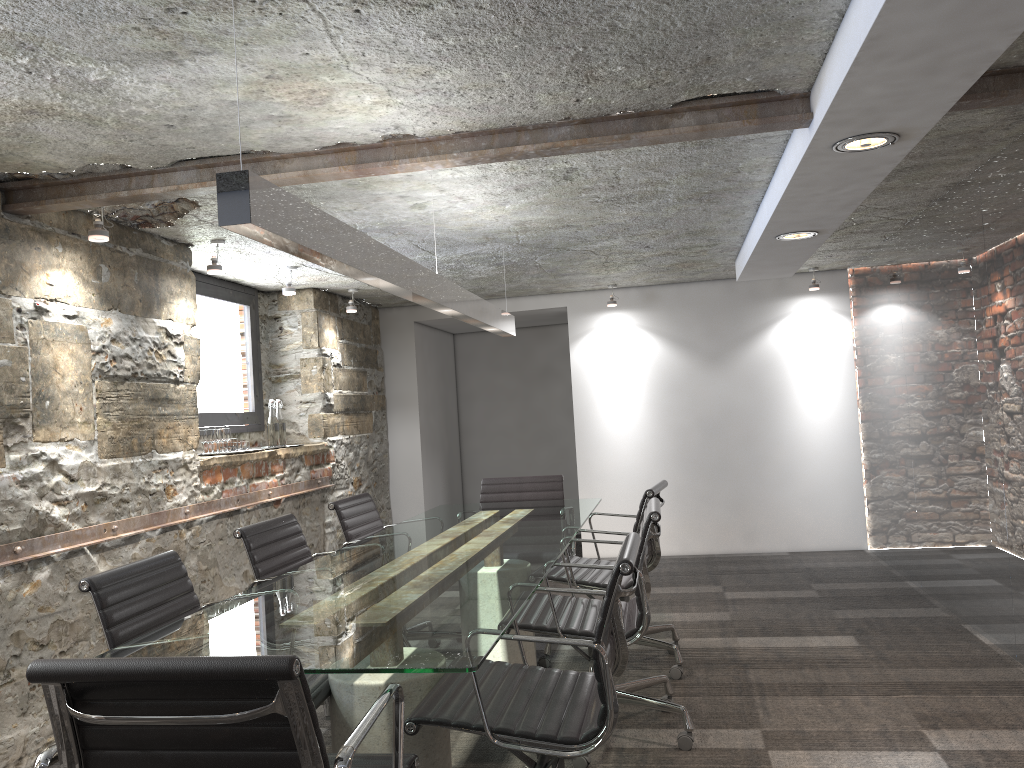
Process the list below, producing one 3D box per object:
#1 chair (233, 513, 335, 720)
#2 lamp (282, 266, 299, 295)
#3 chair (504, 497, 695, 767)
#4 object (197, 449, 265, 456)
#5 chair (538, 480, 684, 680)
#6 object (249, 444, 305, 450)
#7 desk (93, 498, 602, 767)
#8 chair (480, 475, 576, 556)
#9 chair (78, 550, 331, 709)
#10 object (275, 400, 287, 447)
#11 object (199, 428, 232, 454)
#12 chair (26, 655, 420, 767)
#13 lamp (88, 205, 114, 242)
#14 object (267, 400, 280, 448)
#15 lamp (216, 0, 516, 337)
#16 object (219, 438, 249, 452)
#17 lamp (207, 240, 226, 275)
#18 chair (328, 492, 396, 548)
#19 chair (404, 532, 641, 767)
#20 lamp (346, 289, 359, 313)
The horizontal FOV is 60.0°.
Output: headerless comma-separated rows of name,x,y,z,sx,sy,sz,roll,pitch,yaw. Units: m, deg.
chair,-0.682,0.940,3.455,0.667,0.837,0.693,-3,-2,1
lamp,-1.322,-0.615,5.285,0.077,0.165,0.098,-5,-3,43
chair,0.282,0.877,3.298,0.667,0.837,0.693,-3,-2,0
object,-1.626,0.386,4.980,0.310,0.007,0.457,-4,-2,10
chair,0.429,0.895,4.131,0.667,0.837,0.693,-4,-2,8
object,-1.526,0.398,5.535,0.310,0.007,0.457,-4,-2,10
desk,-0.215,0.973,3.357,0.909,0.711,3.154,-4,-2,10
chair,0.029,0.940,4.775,0.693,0.837,0.667,-4,-2,2
chair,-0.805,0.917,2.527,0.667,0.837,0.693,-3,-2,-3
object,-1.462,0.249,5.579,0.073,0.300,0.073,-3,-2,-21
object,-1.634,0.315,4.879,0.108,0.131,0.218,-4,-2,8
chair,-0.508,0.873,1.715,0.693,0.837,0.667,-3,-2,0
lamp,-1.638,-0.652,3.534,0.077,0.165,0.098,-5,-3,43
object,-1.479,0.247,5.487,0.073,0.300,0.073,-3,-2,-21
lamp,-0.312,-0.559,3.406,0.073,0.524,3.159,-4,-2,10
object,-1.601,0.349,5.091,0.111,0.072,0.191,-4,-2,18
lamp,-1.477,-0.633,4.428,0.077,0.165,0.098,-5,-3,43
chair,-0.509,0.958,4.318,0.667,0.837,0.693,-4,-2,2
chair,0.067,0.860,2.381,0.667,0.837,0.693,-4,-2,1
lamp,-1.136,-0.593,6.311,0.077,0.165,0.098,-5,-3,43
